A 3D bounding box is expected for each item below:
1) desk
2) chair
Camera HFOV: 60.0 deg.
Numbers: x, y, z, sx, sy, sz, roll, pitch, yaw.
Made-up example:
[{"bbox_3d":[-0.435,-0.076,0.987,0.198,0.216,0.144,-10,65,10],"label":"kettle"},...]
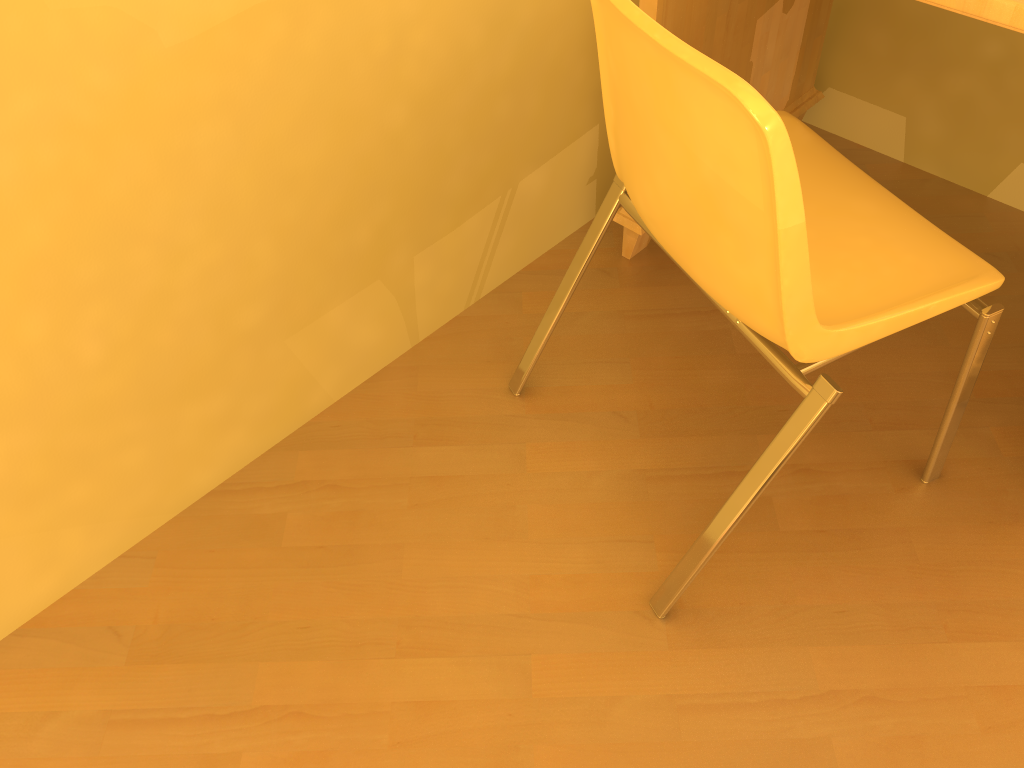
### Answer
[{"bbox_3d":[0.915,-0.344,1.414,1.396,0.720,0.684,35,59,29],"label":"desk"},{"bbox_3d":[0.334,-0.180,1.257,0.546,0.785,0.531,-21,50,-15],"label":"chair"}]
